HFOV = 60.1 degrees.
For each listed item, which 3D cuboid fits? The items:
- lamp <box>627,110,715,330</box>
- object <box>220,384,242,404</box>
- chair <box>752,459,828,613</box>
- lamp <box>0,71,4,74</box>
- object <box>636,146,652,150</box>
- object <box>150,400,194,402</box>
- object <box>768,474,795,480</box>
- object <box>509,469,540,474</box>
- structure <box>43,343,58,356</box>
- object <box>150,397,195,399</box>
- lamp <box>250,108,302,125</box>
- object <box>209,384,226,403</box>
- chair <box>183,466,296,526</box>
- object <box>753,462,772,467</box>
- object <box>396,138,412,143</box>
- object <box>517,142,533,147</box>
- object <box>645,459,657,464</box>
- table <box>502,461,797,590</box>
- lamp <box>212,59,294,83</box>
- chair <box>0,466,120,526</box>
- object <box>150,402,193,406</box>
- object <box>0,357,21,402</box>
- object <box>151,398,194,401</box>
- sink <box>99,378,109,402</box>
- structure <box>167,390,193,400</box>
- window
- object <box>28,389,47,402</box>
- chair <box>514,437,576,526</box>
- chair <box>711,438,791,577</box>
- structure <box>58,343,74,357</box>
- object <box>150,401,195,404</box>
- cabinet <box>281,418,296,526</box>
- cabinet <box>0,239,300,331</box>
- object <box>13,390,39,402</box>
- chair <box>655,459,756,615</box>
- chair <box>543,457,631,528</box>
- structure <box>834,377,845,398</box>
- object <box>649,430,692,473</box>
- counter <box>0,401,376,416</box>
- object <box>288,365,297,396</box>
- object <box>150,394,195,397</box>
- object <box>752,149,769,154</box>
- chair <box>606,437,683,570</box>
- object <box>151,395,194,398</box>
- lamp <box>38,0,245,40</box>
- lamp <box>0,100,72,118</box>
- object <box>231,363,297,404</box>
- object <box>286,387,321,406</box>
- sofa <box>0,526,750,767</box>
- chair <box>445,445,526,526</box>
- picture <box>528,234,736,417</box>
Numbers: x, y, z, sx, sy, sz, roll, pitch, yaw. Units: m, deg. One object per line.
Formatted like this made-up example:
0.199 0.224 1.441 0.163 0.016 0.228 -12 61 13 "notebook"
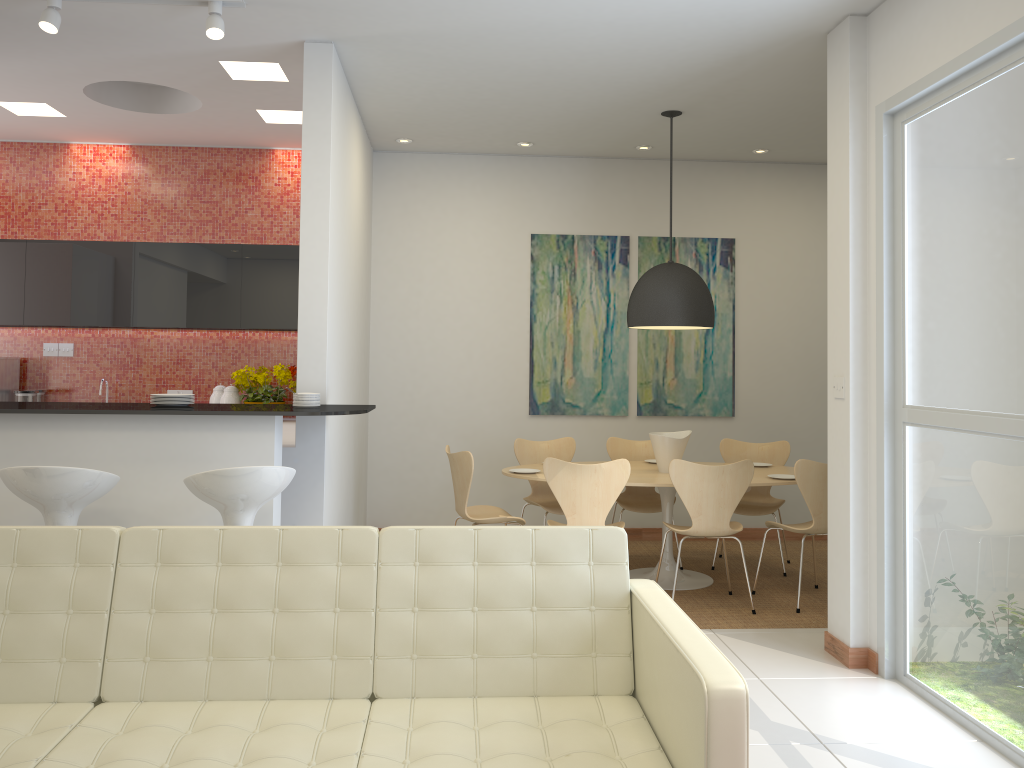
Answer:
1.098 -1.132 6.113 0.594 1.497 0.593 1 -2 -2 "lamp"
-2.168 0.143 6.827 0.159 0.284 0.159 2 -2 -42 "object"
1.861 0.897 5.515 0.521 0.909 0.515 1 -1 -21 "chair"
-3.323 -1.931 5.251 0.408 0.034 0.408 1 1 -4 "lamp"
1.059 -1.896 7.111 0.129 0.010 0.129 2 2 41 "object"
-1.715 0.088 4.473 0.210 0.015 0.210 2 2 40 "object"
1.765 0.605 5.738 0.210 0.015 0.210 0 2 -39 "object"
0.085 0.581 5.884 0.210 0.015 0.210 1 1 18 "object"
-3.689 -0.274 7.080 0.114 0.105 0.013 1 -2 -4 "structure"
-1.715 0.074 4.474 0.210 0.015 0.210 2 2 40 "object"
-1.627 -1.934 6.364 0.408 0.034 0.408 1 1 -4 "lamp"
-2.297 0.138 6.968 0.159 0.284 0.159 2 -2 -42 "object"
-1.161 0.838 3.753 0.457 1.023 0.464 1 -2 -18 "chair"
1.787 0.590 6.445 0.210 0.015 0.210 0 1 -26 "object"
-0.851 -1.917 6.982 0.129 0.010 0.129 2 2 41 "object"
0.104 -1.906 7.047 0.129 0.010 0.129 2 2 41 "object"
1.091 0.579 6.579 0.210 0.015 0.210 1 1 14 "object"
1.055 0.962 6.044 2.261 0.730 1.279 1 0 -3 "table"
-1.559 -1.911 5.370 0.408 0.034 0.408 1 1 -4 "lamp"
-1.892 0.830 3.700 0.457 1.023 0.464 1 -2 7 "chair"
-1.715 0.102 4.473 0.210 0.015 0.210 2 2 40 "object"
-4.240 0.027 6.760 0.722 0.471 0.435 1 -1 -4 "object"
-1.715 0.081 4.473 0.210 0.015 0.210 2 2 40 "object"
-3.184 0.223 6.860 0.808 0.539 0.416 1 -1 -4 "sink"
-2.676 0.099 7.133 0.198 0.099 0.016 1 -2 -4 "structure"
1.919 0.054 2.526 0.121 2.718 3.430 1 0 -4 "window"
-3.761 0.153 6.973 0.172 0.216 0.172 0 -1 15 "object"
0.312 0.859 6.408 0.521 0.909 0.515 1 -1 -25 "chair"
1.756 0.875 6.477 0.521 0.909 0.515 0 -1 20 "chair"
-3.572 -0.273 7.091 0.114 0.105 0.008 1 -2 -4 "structure"
-1.715 0.095 4.473 0.210 0.015 0.210 2 2 40 "object"
-2.910 0.788 5.861 3.334 0.986 2.493 1 1 -4 "cabinet"
-2.917 -0.770 6.980 3.242 0.661 0.351 1 -1 -4 "cabinet"
-3.705 0.159 6.744 0.172 0.216 0.172 0 -1 15 "object"
1.164 0.891 5.381 0.521 0.909 0.515 1 -1 -4 "chair"
0.447 0.883 5.361 0.521 0.909 0.515 1 -1 3 "chair"
1.631 0.018 4.419 0.013 0.105 0.114 1 0 -4 "structure"
1.073 0.459 6.048 0.271 0.280 0.261 0 -1 32 "object"
-2.190 0.115 4.319 2.964 0.019 0.735 1 1 -4 "counter"
-1.492 0.063 6.879 0.502 0.450 0.522 1 0 -24 "object"
-1.715 0.060 4.474 0.210 0.015 0.210 2 2 40 "object"
2.013 -1.886 7.176 0.129 0.010 0.129 2 2 41 "object"
0.966 0.864 6.545 0.521 0.909 0.515 1 -1 0 "chair"
-1.715 0.067 4.474 0.210 0.015 0.210 2 2 40 "object"
-2.217 -1.780 4.232 1.821 0.200 0.112 1 -1 -4 "lamp"
-3.391 -1.953 6.245 0.408 0.034 0.408 1 1 -4 "lamp"
-1.911 0.058 6.847 0.522 0.450 0.502 1 0 -1 "object"
-1.085 0.064 4.605 0.173 0.098 0.140 1 0 -11 "object"
-0.787 0.913 2.345 2.564 0.924 1.000 1 0 -4 "sofa"
-0.174 0.867 5.755 0.515 0.909 0.521 1 -1 -20 "chair"
1.012 -0.488 7.404 1.738 1.510 0.020 1 -2 -4 "picture"
